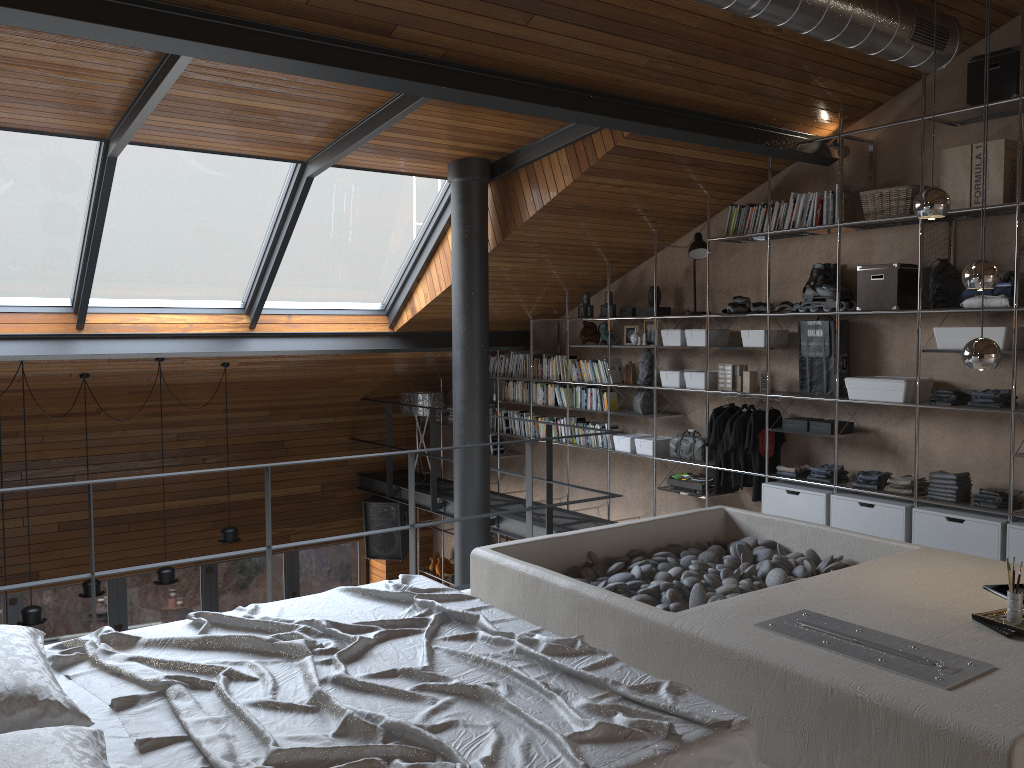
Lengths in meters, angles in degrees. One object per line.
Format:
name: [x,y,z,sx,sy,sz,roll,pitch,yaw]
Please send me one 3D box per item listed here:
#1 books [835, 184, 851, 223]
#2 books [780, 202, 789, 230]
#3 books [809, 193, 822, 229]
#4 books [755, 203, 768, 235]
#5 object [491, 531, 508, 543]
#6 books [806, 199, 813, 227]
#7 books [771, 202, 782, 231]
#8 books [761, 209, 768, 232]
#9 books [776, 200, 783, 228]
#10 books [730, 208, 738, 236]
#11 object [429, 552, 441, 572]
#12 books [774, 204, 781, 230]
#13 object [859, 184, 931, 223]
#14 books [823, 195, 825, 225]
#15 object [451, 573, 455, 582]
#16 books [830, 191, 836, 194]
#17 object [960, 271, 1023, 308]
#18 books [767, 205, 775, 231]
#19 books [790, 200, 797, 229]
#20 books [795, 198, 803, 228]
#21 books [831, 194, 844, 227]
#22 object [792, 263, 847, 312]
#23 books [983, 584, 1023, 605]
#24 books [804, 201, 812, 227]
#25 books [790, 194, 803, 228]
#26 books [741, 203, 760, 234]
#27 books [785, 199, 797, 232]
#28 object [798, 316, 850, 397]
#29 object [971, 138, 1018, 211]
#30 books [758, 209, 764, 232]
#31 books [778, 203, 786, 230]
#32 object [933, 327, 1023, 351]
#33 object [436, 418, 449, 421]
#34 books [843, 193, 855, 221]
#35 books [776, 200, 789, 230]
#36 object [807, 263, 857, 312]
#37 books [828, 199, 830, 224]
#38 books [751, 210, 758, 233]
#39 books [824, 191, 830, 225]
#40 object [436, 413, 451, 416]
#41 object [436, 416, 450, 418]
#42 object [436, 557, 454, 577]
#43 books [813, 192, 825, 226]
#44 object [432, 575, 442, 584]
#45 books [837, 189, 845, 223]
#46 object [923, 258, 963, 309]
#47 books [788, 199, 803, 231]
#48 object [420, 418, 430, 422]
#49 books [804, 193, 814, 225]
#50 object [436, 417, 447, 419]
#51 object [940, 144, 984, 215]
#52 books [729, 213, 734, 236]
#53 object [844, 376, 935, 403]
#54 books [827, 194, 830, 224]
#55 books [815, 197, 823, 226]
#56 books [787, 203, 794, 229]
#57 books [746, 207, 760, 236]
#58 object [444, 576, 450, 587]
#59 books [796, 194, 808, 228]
books: [2.225,-1.201,5.960,0.143,0.268,0.020,-3,4,-36]
books: [1.969,-1.186,6.294,0.123,0.201,0.071,-3,4,-36]
books: [2.109,-1.190,6.105,0.148,0.233,0.053,-3,4,-36]
books: [1.853,-1.204,6.468,0.161,0.220,0.074,-3,4,-36]
object: [-0.132,1.479,9.500,0.207,0.442,0.328,-3,4,-43]
books: [2.101,-1.181,6.131,0.137,0.197,0.063,-3,4,-36]
books: [1.925,-1.191,6.352,0.131,0.202,0.068,-3,4,-36]
books: [1.856,-1.177,6.415,0.111,0.171,0.056,-3,4,-36]
books: [1.953,-1.197,6.334,0.137,0.213,0.068,-3,4,-36]
books: [1.711,-1.213,6.671,0.149,0.202,0.067,-3,4,-36]
object: [-0.906,2.109,10.545,0.107,0.209,0.233,3,4,41]
books: [1.939,-1.184,6.345,0.120,0.186,0.064,-3,4,-36]
object: [2.449,-1.147,5.679,0.262,0.198,0.417,-3,4,-35]
books: [2.171,-1.175,6.047,0.148,0.206,0.014,-3,4,-36]
object: [-0.579,1.795,10.108,0.244,0.879,0.244,-1,3,-7]
books: [2.194,-1.185,6.003,0.129,0.231,0.010,-3,4,-36]
object: [2.839,-0.558,5.205,0.250,0.229,0.306,-3,4,-33]
books: [1.906,-1.187,6.376,0.138,0.189,0.065,-3,4,-36]
books: [2.025,-1.189,6.224,0.149,0.202,0.067,-3,4,-36]
books: [2.055,-1.188,6.200,0.170,0.214,0.065,-3,4,-35]
books: [2.201,-1.171,5.980,0.148,0.206,0.018,-3,4,-36]
object: [2.153,-0.665,6.127,0.174,0.342,0.416,-2,4,-31]
books: [2.131,0.844,3.555,0.347,0.019,0.260,-1,3,-4]
books: [2.085,-1.172,6.138,0.131,0.178,0.057,-3,4,-36]
books: [2.022,-1.201,6.198,0.148,0.229,0.073,-3,4,-36]
books: [1.772,-1.218,6.577,0.143,0.233,0.081,-3,4,-36]
books: [1.992,-1.192,6.261,0.118,0.218,0.073,-3,4,-36]
object: [2.179,-0.198,6.191,0.188,0.559,0.337,-2,4,-31]
object: [2.825,-1.215,5.176,0.192,0.382,0.181,-3,4,-36]
books: [1.843,-1.180,6.439,0.112,0.173,0.054,-3,4,-36]
books: [1.959,-1.183,6.309,0.126,0.194,0.064,-3,4,-36]
object: [2.788,-0.271,5.277,0.289,0.135,0.437,-3,4,-36]
object: [-0.774,0.404,10.264,0.262,0.025,0.176,-3,4,-36]
books: [2.245,-1.167,5.921,0.129,0.203,0.021,-3,4,-36]
books: [1.951,-1.194,6.316,0.133,0.215,0.070,-3,4,-35]
object: [2.257,-0.678,6.224,0.174,0.342,0.416,-2,4,-30]
books: [2.185,-1.158,6.010,0.128,0.176,0.009,-3,4,-36]
books: [1.812,-1.180,6.492,0.119,0.169,0.058,-3,4,-36]
books: [2.175,-1.188,6.032,0.148,0.234,0.013,-3,4,-36]
object: [-0.795,0.358,10.258,0.203,0.013,0.161,-3,4,-36]
object: [-0.762,0.373,10.253,0.228,0.016,0.182,-3,4,-36]
object: [-0.757,2.119,10.344,0.278,0.222,0.138,-2,4,-25]
books: [2.126,-1.191,6.090,0.148,0.234,0.033,-3,4,-36]
object: [-0.884,2.348,10.548,0.116,0.229,0.233,0,3,4]
books: [2.219,-1.182,5.937,0.129,0.231,0.010,-3,4,-36]
object: [2.661,-0.614,5.449,0.212,0.319,0.157,-1,3,-9]
books: [2.018,-1.189,6.238,0.155,0.212,0.073,-3,4,-36]
object: [-0.938,0.419,10.473,0.234,0.025,0.176,-3,4,-36]
books: [2.098,-1.198,6.147,0.148,0.229,0.073,-3,4,-36]
object: [-0.784,0.387,10.256,0.201,0.013,0.161,-3,4,-36]
object: [2.714,-1.223,5.330,0.192,0.382,0.181,-3,4,-36]
books: [1.697,-1.202,6.680,0.131,0.178,0.057,-3,4,-36]
object: [2.445,0.031,5.756,0.343,0.147,0.445,-3,4,-36]
books: [2.191,-1.178,6.028,0.136,0.213,0.014,-3,4,-36]
books: [2.140,-1.173,6.068,0.143,0.199,0.054,-3,4,-36]
books: [2.009,-1.182,6.259,0.137,0.197,0.063,-3,4,-36]
books: [1.801,-1.197,6.535,0.139,0.199,0.074,-3,4,-36]
object: [-0.763,2.361,10.388,0.060,0.223,0.267,0,3,10]
books: [2.050,-1.199,6.161,0.148,0.229,0.073,-3,4,-36]
